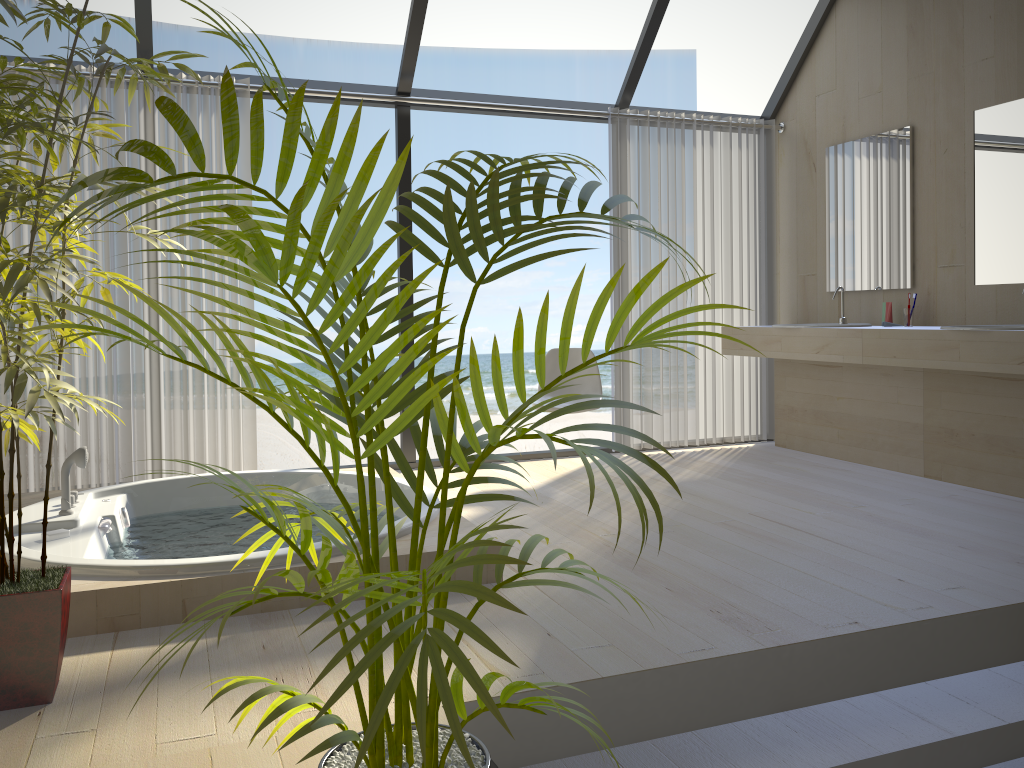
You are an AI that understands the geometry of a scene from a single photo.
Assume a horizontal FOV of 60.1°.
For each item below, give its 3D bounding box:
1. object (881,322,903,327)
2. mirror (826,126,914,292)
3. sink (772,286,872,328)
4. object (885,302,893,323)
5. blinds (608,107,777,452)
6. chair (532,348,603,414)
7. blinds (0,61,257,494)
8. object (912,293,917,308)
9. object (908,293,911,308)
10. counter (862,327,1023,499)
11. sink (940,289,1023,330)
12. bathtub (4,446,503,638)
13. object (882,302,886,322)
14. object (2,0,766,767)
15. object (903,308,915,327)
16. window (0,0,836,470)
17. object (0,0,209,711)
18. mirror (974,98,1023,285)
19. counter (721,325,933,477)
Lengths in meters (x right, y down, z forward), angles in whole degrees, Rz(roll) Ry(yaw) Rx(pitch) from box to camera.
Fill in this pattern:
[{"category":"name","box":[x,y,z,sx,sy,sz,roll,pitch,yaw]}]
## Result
[{"category":"object","box":[2.005,-0.316,4.670,0.104,0.029,0.033,1,3,19]},{"category":"mirror","box":[2.028,-0.971,5.055,0.023,0.867,0.654,-1,2,-21]},{"category":"sink","box":[1.746,-0.343,5.009,0.504,0.418,0.575,-2,3,-18]},{"category":"object","box":[2.022,-0.372,4.748,0.039,0.134,0.039,0,2,28]},{"category":"blinds","box":[1.142,-0.651,5.548,1.183,2.068,0.084,-2,1,-21]},{"category":"chair","box":[0.308,-0.018,4.860,0.369,0.347,0.455,0,3,7]},{"category":"blinds","box":[-1.896,-0.516,4.380,1.183,2.068,0.084,-2,1,-21]},{"category":"object","box":[2.113,-0.391,4.680,0.054,0.175,0.012,-1,1,4]},{"category":"object","box":[2.088,-0.390,4.654,0.012,0.178,0.050,0,1,18]},{"category":"counter","box":[2.217,0.149,3.940,0.551,0.789,1.207,-2,4,-21]},{"category":"sink","box":[2.179,-0.260,3.883,0.504,0.418,0.575,-2,3,-18]},{"category":"bathtub","box":[-1.175,0.571,3.322,1.822,0.697,1.650,-2,4,-21]},{"category":"object","box":[2.050,-0.381,4.859,0.039,0.134,0.039,0,2,28]},{"category":"object","box":[-0.122,0.099,1.295,1.066,1.343,0.874,-2,3,-32]},{"category":"object","box":[2.098,-0.350,4.683,0.058,0.100,0.058,-1,2,-14]},{"category":"window","box":[-0.304,-0.912,4.781,4.563,2.810,0.746,-2,2,-21]},{"category":"object","box":[-1.215,-0.143,2.029,0.787,1.754,0.937,-1,2,4]},{"category":"mirror","box":[2.426,-0.901,4.097,0.023,0.867,0.654,-1,2,-21]},{"category":"counter","box":[1.784,0.067,5.065,0.551,0.789,1.207,-2,4,-21]}]
